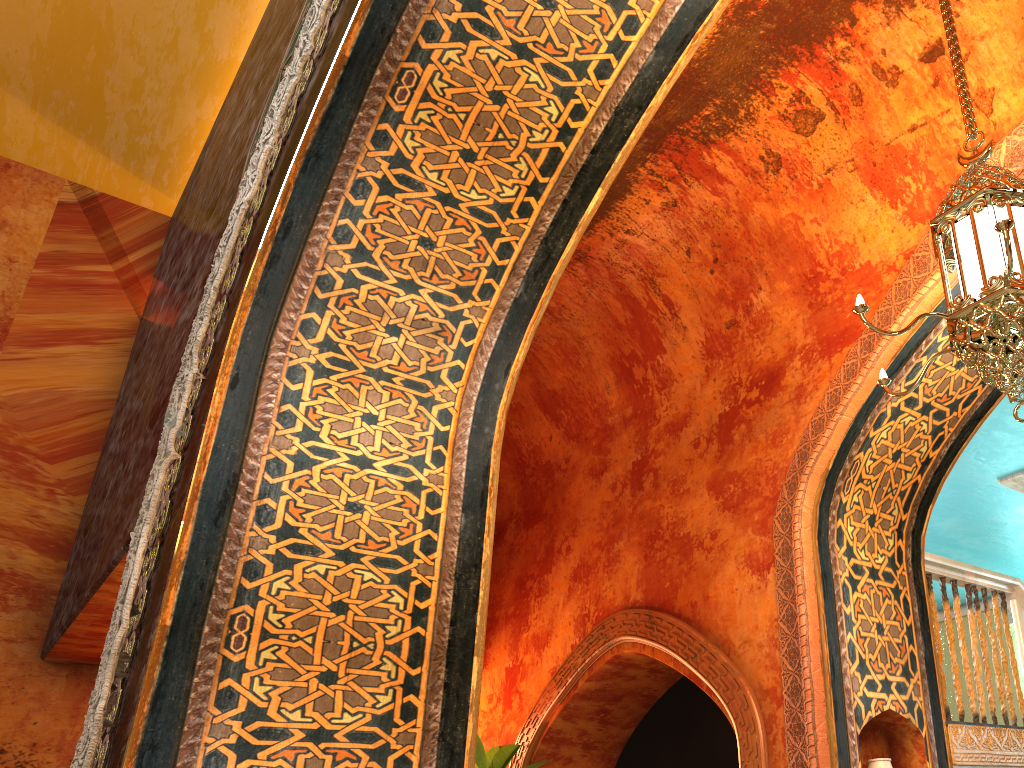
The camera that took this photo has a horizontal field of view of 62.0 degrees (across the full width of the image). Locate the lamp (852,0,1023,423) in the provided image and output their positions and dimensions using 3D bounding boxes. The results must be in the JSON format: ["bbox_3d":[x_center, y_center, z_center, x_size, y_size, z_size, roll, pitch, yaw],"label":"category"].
[{"bbox_3d":[1.992,-0.898,3.648,1.254,2.304,1.178,19,-31,-30],"label":"lamp"}]

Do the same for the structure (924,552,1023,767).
[{"bbox_3d":[4.821,3.694,7.521,6.580,3.062,1.644,18,-31,-33],"label":"structure"}]

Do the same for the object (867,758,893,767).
[{"bbox_3d":[2.130,2.359,4.892,0.271,0.374,0.239,10,-28,-16],"label":"object"}]

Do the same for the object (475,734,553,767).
[{"bbox_3d":[-0.220,3.664,6.325,1.282,2.360,1.156,6,-27,-9],"label":"object"}]
